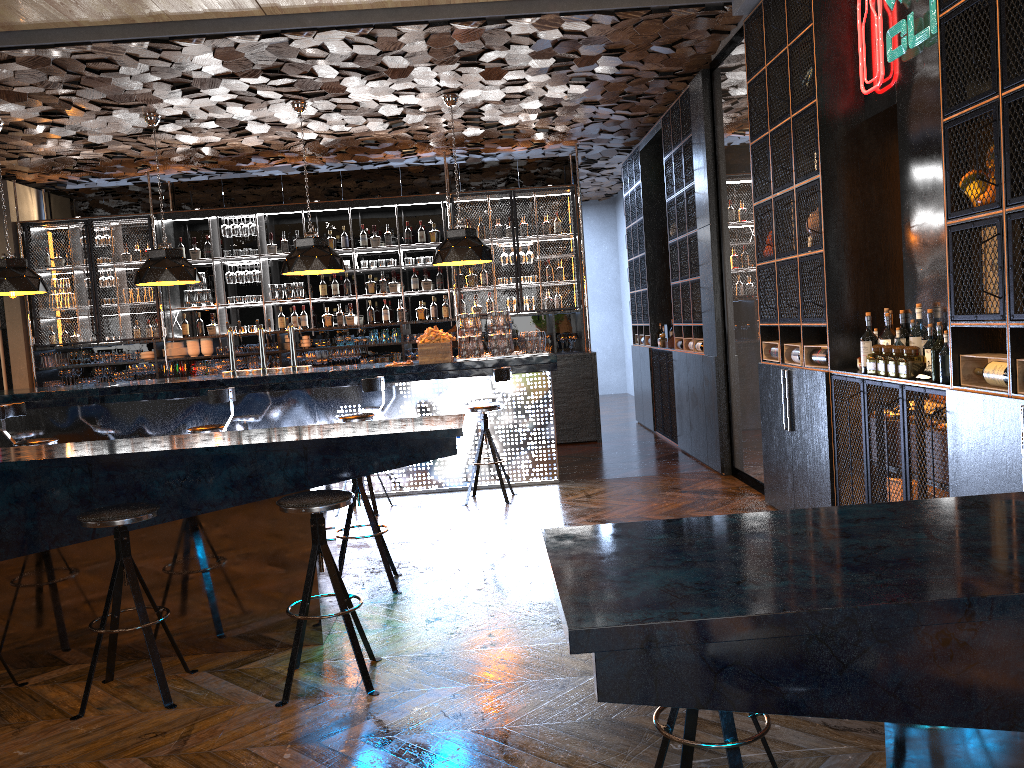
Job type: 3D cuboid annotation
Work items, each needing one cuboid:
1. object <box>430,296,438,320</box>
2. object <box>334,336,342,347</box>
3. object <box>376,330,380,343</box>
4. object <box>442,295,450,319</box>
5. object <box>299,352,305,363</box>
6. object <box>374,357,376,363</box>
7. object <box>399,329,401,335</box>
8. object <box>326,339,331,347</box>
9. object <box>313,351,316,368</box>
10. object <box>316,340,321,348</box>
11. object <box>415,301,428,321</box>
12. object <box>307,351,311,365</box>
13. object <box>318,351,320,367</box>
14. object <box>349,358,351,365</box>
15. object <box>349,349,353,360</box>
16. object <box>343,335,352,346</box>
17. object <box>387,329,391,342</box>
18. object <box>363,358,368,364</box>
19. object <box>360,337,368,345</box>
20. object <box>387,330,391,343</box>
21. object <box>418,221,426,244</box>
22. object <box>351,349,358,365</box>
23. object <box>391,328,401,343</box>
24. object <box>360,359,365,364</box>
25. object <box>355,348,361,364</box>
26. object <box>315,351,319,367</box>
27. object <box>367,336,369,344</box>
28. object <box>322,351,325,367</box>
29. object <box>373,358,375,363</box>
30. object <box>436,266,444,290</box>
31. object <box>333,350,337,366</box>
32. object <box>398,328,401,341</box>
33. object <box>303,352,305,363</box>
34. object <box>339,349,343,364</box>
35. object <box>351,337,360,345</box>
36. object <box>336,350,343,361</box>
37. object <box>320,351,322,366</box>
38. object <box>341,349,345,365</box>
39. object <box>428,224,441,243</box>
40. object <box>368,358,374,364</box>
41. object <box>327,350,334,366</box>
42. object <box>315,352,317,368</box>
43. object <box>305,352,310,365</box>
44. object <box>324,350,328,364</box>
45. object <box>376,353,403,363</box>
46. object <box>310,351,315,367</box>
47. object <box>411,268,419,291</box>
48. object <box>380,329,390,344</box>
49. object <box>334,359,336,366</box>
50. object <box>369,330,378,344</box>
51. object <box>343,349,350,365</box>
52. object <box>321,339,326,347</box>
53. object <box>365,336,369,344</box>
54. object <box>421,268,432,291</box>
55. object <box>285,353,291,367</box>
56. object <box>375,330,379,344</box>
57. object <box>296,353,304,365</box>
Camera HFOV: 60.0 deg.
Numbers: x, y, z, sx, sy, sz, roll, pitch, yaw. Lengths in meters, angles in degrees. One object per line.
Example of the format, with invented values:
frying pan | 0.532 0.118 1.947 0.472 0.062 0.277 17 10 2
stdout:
object | -0.971 -0.942 11.024 0.086 0.298 0.086 -8 5 -43
object | -2.115 -0.521 10.817 0.100 0.125 0.100 -1 5 37
object | -1.697 -0.588 11.018 0.115 0.172 0.101 -5 4 -17
object | -0.825 -0.952 11.014 0.080 0.299 0.080 -4 4 1
object | -2.595 -0.276 10.946 0.108 0.227 0.108 -7 5 -37
object | -1.730 -0.279 11.052 0.067 0.099 0.067 -6 5 -30
object | -1.426 -0.608 11.025 0.115 0.172 0.101 -4 4 8
object | -2.261 -0.505 10.922 0.058 0.099 0.067 -3 4 11
object | -2.432 -0.289 10.921 0.058 0.234 0.058 -2 5 32
object | -2.357 -0.488 10.776 0.058 0.099 0.067 0 5 44
object | -1.122 -0.905 11.008 0.151 0.248 0.094 -4 4 7
object | -2.495 -0.283 10.900 0.058 0.234 0.058 -3 4 21
object | -2.369 -0.289 10.876 0.049 0.231 0.049 -4 4 7
object | -2.022 -0.326 11.068 0.091 0.229 0.091 -7 5 -33
object | -1.981 -0.321 10.955 0.091 0.229 0.091 -5 4 -8
object | -2.004 -0.530 10.822 0.108 0.126 0.108 -2 5 33
object | -1.564 -0.598 11.017 0.101 0.172 0.115 -4 4 3
object | -1.814 -0.267 10.943 0.067 0.100 0.067 -5 4 -9
object | -1.802 -0.528 10.798 0.098 0.097 0.098 -2 5 32
object | -1.557 -0.590 10.898 0.101 0.172 0.115 -2 4 28
object | -1.119 -1.869 10.975 0.086 0.298 0.086 -8 5 -43
object | -1.921 -0.318 10.843 0.091 0.229 0.091 -6 5 -29
object | -1.417 -0.592 10.782 0.101 0.172 0.115 -2 4 28
object | -1.824 -0.258 10.831 0.067 0.100 0.067 -5 4 -9
object | -1.922 -0.333 11.074 0.091 0.229 0.091 -4 4 -4
object | -2.368 -0.285 10.809 0.049 0.231 0.049 -3 4 10
object | -1.806 -0.542 11.007 0.098 0.097 0.098 -5 4 -15
object | -2.293 -0.290 10.811 0.049 0.231 0.049 -4 4 -6
object | -1.724 -0.273 10.956 0.067 0.099 0.067 -6 5 -30
object | -0.895 -1.312 10.992 0.086 0.299 0.086 -8 5 -43
object | -2.172 -0.307 10.952 0.091 0.229 0.091 -3 4 19
object | -1.414 -0.600 10.899 0.115 0.172 0.101 -5 4 -17
object | -2.599 -0.284 11.068 0.108 0.227 0.108 -1 5 34
object | -2.119 -0.319 11.067 0.091 0.229 0.091 -7 5 -39
object | -1.905 -0.521 10.801 0.098 0.097 0.098 -6 4 -22
object | -2.108 -0.304 10.841 0.091 0.229 0.091 -8 5 -44
object | -2.364 -0.294 10.937 0.049 0.231 0.049 -1 5 35
object | -2.076 -0.314 10.955 0.091 0.229 0.091 -2 5 30
object | -0.957 -1.852 10.950 0.151 0.248 0.094 -2 4 27
object | -1.720 -0.265 10.831 0.067 0.099 0.067 -6 5 -30
object | -2.211 -0.296 10.833 0.091 0.229 0.091 -5 4 -15
object | -2.432 -0.295 11.010 0.058 0.234 0.058 -6 4 -25
object | -2.495 -0.277 10.815 0.058 0.234 0.058 -1 5 41
object | -2.290 -0.299 10.942 0.049 0.231 0.049 -4 4 6
object | -1.518 -0.306 10.948 0.356 0.134 0.206 -4 4 6
object | -2.438 -0.282 10.826 0.058 0.234 0.058 -4 4 2
object | -1.204 -1.290 10.987 0.086 0.298 0.086 -8 5 -43
object | -1.549 -0.582 10.770 0.115 0.172 0.101 -5 4 -17
object | -2.211 -0.312 11.064 0.091 0.229 0.091 -1 5 34
object | -1.691 -0.572 10.776 0.115 0.172 0.101 -2 4 28
object | -2.017 -0.311 10.842 0.091 0.229 0.091 -2 4 26
object | -2.297 -0.495 10.817 0.067 0.099 0.058 -1 5 34
object | -1.808 -0.535 10.905 0.098 0.097 0.098 -2 4 23
object | -1.062 -1.288 10.971 0.123 0.279 0.123 -5 4 -13
object | -2.709 -0.260 10.824 0.108 0.227 0.108 -5 4 -10
object | -1.700 -0.580 10.896 0.115 0.172 0.101 -4 4 8
object | -2.594 -0.268 10.828 0.108 0.227 0.108 -6 5 -31
